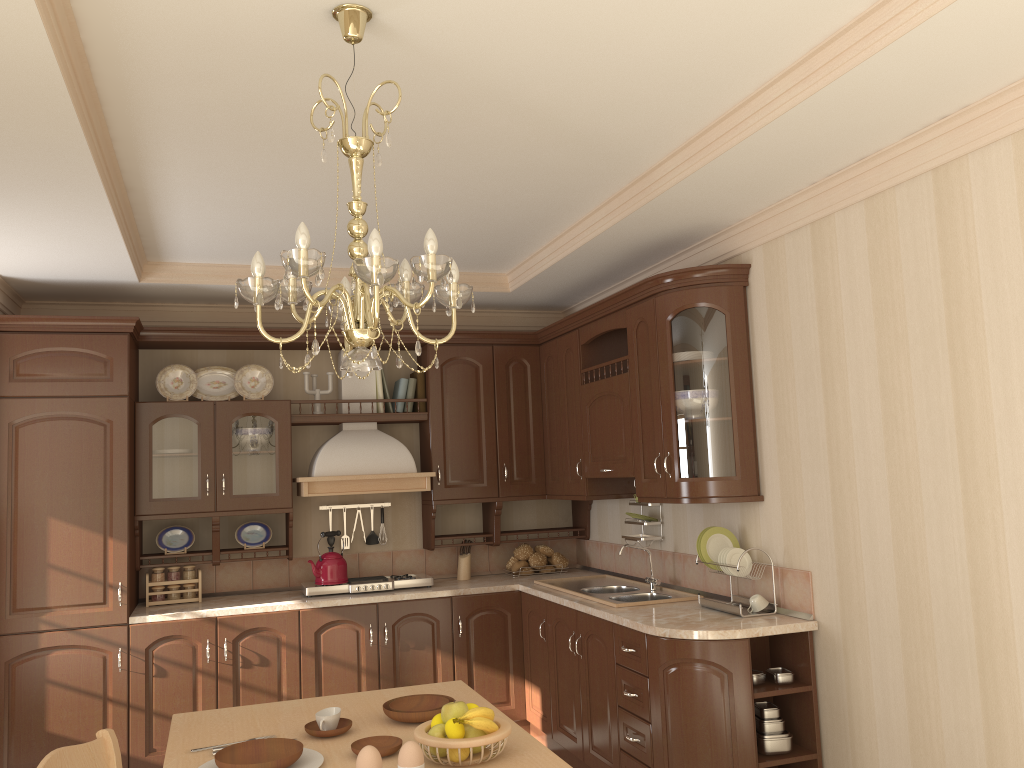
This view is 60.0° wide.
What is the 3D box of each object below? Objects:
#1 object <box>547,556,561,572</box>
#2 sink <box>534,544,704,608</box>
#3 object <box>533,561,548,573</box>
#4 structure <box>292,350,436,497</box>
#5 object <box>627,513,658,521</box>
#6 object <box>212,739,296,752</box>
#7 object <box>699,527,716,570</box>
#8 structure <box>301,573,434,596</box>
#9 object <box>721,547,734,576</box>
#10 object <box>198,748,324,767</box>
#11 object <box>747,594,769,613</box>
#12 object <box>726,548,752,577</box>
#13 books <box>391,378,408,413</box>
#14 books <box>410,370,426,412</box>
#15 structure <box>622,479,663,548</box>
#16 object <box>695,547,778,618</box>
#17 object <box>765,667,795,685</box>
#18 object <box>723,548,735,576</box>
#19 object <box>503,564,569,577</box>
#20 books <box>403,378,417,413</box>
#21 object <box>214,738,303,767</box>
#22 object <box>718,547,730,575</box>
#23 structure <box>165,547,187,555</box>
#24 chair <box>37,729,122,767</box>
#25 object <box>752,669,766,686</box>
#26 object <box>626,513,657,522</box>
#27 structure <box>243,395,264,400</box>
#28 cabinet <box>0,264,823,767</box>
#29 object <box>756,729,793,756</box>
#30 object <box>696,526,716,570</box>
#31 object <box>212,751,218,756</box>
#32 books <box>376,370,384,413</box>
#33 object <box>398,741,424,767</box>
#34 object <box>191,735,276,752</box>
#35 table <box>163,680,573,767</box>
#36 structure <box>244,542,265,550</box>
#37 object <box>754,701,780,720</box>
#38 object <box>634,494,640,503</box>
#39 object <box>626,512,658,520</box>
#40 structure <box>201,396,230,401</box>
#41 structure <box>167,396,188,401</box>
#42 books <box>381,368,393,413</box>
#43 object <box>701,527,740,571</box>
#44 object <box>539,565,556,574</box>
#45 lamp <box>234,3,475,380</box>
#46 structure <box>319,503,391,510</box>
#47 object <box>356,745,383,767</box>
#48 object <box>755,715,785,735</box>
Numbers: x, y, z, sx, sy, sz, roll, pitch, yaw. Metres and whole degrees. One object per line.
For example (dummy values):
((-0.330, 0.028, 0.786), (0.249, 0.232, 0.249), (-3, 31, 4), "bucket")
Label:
((0.258, 1.112, 5.484), (0.091, 0.100, 0.125), (0, -6, -23), "object")
((0.503, 0.991, 4.549), (0.448, 0.348, 1.077), (0, -6, -19), "sink")
((0.168, 1.115, 5.463), (0.114, 0.094, 0.098), (2, -7, -38), "object")
((-0.874, 0.210, 5.143), (0.753, 0.845, 0.455), (0, -6, -19), "structure")
((0.684, 0.700, 4.671), (0.167, 0.051, 0.174), (0, -6, -19), "object")
((-0.667, 0.936, 2.305), (0.212, 0.008, 0.018), (0, -6, -19), "object")
((0.905, 0.722, 3.891), (0.193, 0.188, 0.047), (-1, -6, -18), "object")
((-0.806, 1.119, 4.968), (0.710, 0.054, 0.325), (0, -6, -19), "structure")
((0.943, 0.756, 3.772), (0.123, 0.119, 0.034), (-1, -6, -17), "object")
((-0.600, 0.912, 2.108), (0.299, 0.009, 0.299), (0, -6, -20), "object")
((1.022, 0.907, 3.668), (0.073, 0.072, 0.085), (-7, -7, 35), "object")
((0.956, 0.751, 3.732), (0.123, 0.119, 0.034), (0, -6, -19), "object")
((-0.680, 0.078, 5.341), (0.086, 0.209, 0.205), (0, -6, -19), "books")
((-0.568, 0.054, 5.374), (0.052, 0.254, 0.205), (0, -6, -19), "books")
((0.684, 0.684, 4.719), (0.131, 0.361, 0.256), (0, -6, -19), "structure")
((0.945, 0.823, 3.767), (0.172, 0.275, 0.359), (-1, -6, -18), "object")
((1.060, 1.155, 3.507), (0.084, 0.045, 0.120), (-2, -6, -7), "object")
((0.949, 0.753, 3.752), (0.123, 0.119, 0.034), (0, -6, -19), "object")
((0.148, 1.135, 5.423), (0.364, 0.060, 0.199), (0, -6, -19), "object")
((-0.629, 0.077, 5.349), (0.080, 0.209, 0.205), (0, -6, -19), "books")
((-0.601, 0.894, 2.111), (0.204, 0.042, 0.204), (0, -6, -19), "object")
((0.937, 0.758, 3.792), (0.123, 0.119, 0.034), (0, -6, -19), "object")
((-1.836, 0.863, 4.844), (0.110, 0.126, 0.080), (0, -6, -19), "structure")
((-0.814, 1.278, 2.064), (0.517, 0.846, 0.462), (-2, -6, -2), "chair")
((0.943, 1.161, 3.513), (0.084, 0.045, 0.120), (1, -7, -32), "object")
((0.683, 0.703, 4.670), (0.167, 0.051, 0.174), (0, -6, -19), "object")
((-1.460, 0.037, 5.003), (0.110, 0.126, 0.080), (0, -6, -19), "structure")
((-0.739, 0.744, 4.100), (3.226, 2.313, 2.436), (0, -6, -19), "cabinet")
((1.007, 1.395, 3.489), (0.145, 0.077, 0.208), (-2, -6, -7), "object")
((0.899, 0.724, 3.909), (0.193, 0.188, 0.047), (-1, -6, -18), "object")
((-0.652, 0.932, 2.271), (0.218, 0.008, 0.022), (-1, -6, -16), "object")
((-0.801, 0.031, 5.305), (0.042, 0.305, 0.194), (0, -6, -19), "books")
((-0.219, 0.829, 1.925), (0.058, 0.104, 0.058), (2, -8, -40), "object")
((-0.729, 0.943, 2.327), (0.218, 0.004, 0.028), (1, -7, -29), "object")
((-0.330, 1.288, 2.032), (0.900, 0.774, 1.567), (0, -6, -19), "table")
((-1.446, 0.859, 4.973), (0.110, 0.126, 0.080), (0, -6, -19), "structure")
((1.003, 1.289, 3.500), (0.084, 0.045, 0.120), (-2, -6, -7), "object")
((0.688, 0.617, 4.773), (0.044, 0.051, 0.049), (-7, -8, 40), "object")
((0.685, 0.697, 4.672), (0.167, 0.051, 0.174), (0, -6, -19), "object")
((-1.667, 0.044, 4.991), (0.154, 0.126, 0.080), (0, -6, -19), "structure")
((-1.839, 0.040, 4.876), (0.110, 0.126, 0.080), (0, -6, -19), "structure")
((-0.766, 0.049, 5.322), (0.068, 0.271, 0.194), (0, -6, -19), "books")
((0.910, 0.720, 3.874), (0.193, 0.188, 0.047), (-1, -6, -18), "object")
((0.214, 1.132, 5.420), (0.103, 0.060, 0.105), (0, -6, -23), "object")
((-0.379, -0.515, 2.158), (0.502, 0.982, 0.501), (-7, -8, 41), "lamp")
((-0.932, 0.728, 5.282), (0.422, 0.020, 0.008), (0, -6, -19), "structure")
((-0.307, 0.830, 1.905), (0.058, 0.104, 0.058), (2, -8, -40), "object")
((1.005, 1.336, 3.495), (0.106, 0.057, 0.152), (-2, -6, -7), "object")
